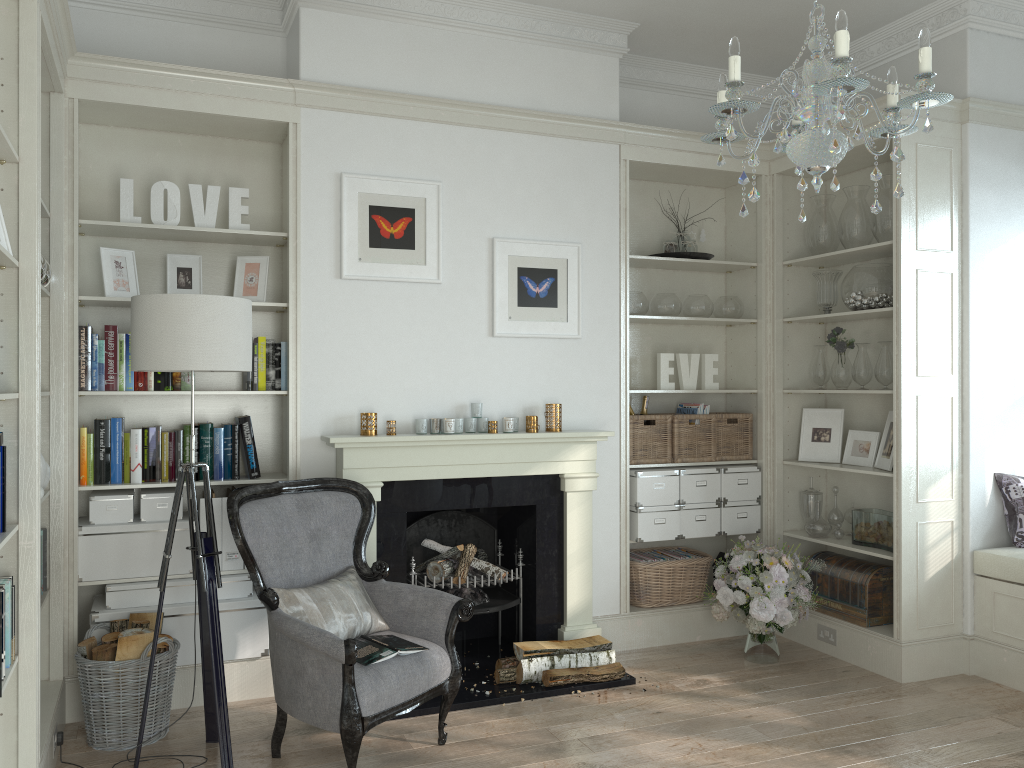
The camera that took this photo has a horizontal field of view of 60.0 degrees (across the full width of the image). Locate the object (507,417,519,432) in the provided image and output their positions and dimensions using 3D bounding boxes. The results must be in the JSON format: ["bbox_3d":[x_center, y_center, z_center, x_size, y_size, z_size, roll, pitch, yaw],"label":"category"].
[{"bbox_3d":[0.005,0.203,4.419,0.060,0.073,0.060,0,0,34],"label":"object"}]

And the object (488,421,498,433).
[{"bbox_3d":[-0.094,0.211,4.327,0.050,0.058,0.052,0,0,14],"label":"object"}]

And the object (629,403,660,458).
[{"bbox_3d":[0.718,0.261,4.961,0.284,0.332,0.095,0,0,-43],"label":"object"}]

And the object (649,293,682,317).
[{"bbox_3d":[0.877,-0.444,5.061,0.185,0.140,0.185,0,0,-3],"label":"object"}]

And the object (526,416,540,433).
[{"bbox_3d":[0.099,0.200,4.380,0.060,0.079,0.060,0,0,39],"label":"object"}]

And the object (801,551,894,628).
[{"bbox_3d":[1.819,1.078,4.729,0.290,0.297,0.475,0,0,-22],"label":"object"}]

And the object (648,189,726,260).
[{"bbox_3d":[0.996,-0.943,5.129,0.457,0.485,0.399,0,0,18],"label":"object"}]

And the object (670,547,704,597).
[{"bbox_3d":[0.995,1.085,5.110,0.088,0.238,0.274,0,0,-23],"label":"object"}]

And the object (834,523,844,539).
[{"bbox_3d":[1.789,0.803,4.851,0.056,0.090,0.056,0,0,8],"label":"object"}]

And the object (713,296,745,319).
[{"bbox_3d":[1.275,-0.444,5.225,0.185,0.140,0.185,0,0,-3],"label":"object"}]

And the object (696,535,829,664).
[{"bbox_3d":[1.296,1.106,4.591,0.544,0.643,0.570,0,0,-31],"label":"object"}]

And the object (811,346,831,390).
[{"bbox_3d":[1.762,-0.092,5.059,0.110,0.251,0.110,0,0,39],"label":"object"}]

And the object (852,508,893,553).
[{"bbox_3d":[1.941,0.757,4.573,0.171,0.180,0.387,0,0,-22],"label":"object"}]

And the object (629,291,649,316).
[{"bbox_3d":[0.678,-0.444,4.979,0.185,0.140,0.185,0,0,-3],"label":"object"}]

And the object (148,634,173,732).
[{"bbox_3d":[-1.477,1.269,3.616,0.122,0.516,0.273,0,0,-40],"label":"object"}]

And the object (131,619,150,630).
[{"bbox_3d":[-1.523,1.235,3.561,0.128,0.565,0.076,0,0,-20],"label":"object"}]

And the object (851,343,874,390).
[{"bbox_3d":[1.883,-0.093,4.765,0.110,0.251,0.110,0,0,39],"label":"object"}]

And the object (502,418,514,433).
[{"bbox_3d":[-0.020,0.203,4.359,0.060,0.073,0.060,0,0,34],"label":"object"}]

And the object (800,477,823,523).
[{"bbox_3d":[1.714,0.690,5.076,0.129,0.315,0.129,0,0,-17],"label":"object"}]

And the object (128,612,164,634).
[{"bbox_3d":[-1.538,1.189,3.696,0.150,0.462,0.178,0,0,-1],"label":"object"}]

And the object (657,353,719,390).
[{"bbox_3d":[1.012,-0.070,5.089,0.393,0.207,0.039,0,0,-22],"label":"object"}]

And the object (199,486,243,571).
[{"bbox_3d":[-1.366,0.668,4.145,0.188,0.360,0.294,0,0,-22],"label":"object"}]

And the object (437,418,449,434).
[{"bbox_3d":[-0.335,0.203,4.299,0.060,0.073,0.060,0,0,34],"label":"object"}]

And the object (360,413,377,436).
[{"bbox_3d":[-0.668,0.187,4.135,0.080,0.104,0.080,0,0,35],"label":"object"}]

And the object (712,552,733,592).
[{"bbox_3d":[1.264,1.104,5.180,0.135,0.248,0.135,0,0,-32],"label":"object"}]

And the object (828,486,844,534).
[{"bbox_3d":[1.833,0.713,5.021,0.088,0.271,0.088,0,0,-17],"label":"object"}]

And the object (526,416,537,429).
[{"bbox_3d":[0.098,0.200,4.466,0.060,0.079,0.060,0,0,35],"label":"object"}]

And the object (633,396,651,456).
[{"bbox_3d":[0.736,0.248,5.102,0.127,0.361,0.094,0,0,-23],"label":"object"}]

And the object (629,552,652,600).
[{"bbox_3d":[0.693,1.085,4.994,0.088,0.238,0.274,0,0,-22],"label":"object"}]

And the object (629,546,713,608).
[{"bbox_3d":[0.844,1.097,5.050,0.554,0.263,0.408,0,0,-22],"label":"object"}]

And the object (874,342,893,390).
[{"bbox_3d":[1.945,-0.093,4.616,0.110,0.251,0.110,0,0,39],"label":"object"}]

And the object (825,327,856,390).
[{"bbox_3d":[1.825,-0.144,4.926,0.166,0.355,0.206,0,0,17],"label":"object"}]

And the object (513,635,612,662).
[{"bbox_3d":[0.246,1.275,4.237,0.459,0.083,0.150,0,0,-21],"label":"object"}]

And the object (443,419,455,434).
[{"bbox_3d":[-0.301,0.203,4.231,0.060,0.073,0.060,0,0,34],"label":"object"}]

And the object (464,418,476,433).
[{"bbox_3d":[-0.204,0.203,4.349,0.060,0.073,0.060,0,0,34],"label":"object"}]

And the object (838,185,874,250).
[{"bbox_3d":[1.870,-0.883,4.813,0.193,0.362,0.193,0,0,-39],"label":"object"}]

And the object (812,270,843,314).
[{"bbox_3d":[1.769,-0.502,4.971,0.168,0.256,0.168,0,0,25],"label":"object"}]

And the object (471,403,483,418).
[{"bbox_3d":[-0.173,0.130,4.365,0.060,0.073,0.060,0,0,34],"label":"object"}]

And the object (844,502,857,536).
[{"bbox_3d":[1.912,0.755,4.974,0.094,0.188,0.094,0,0,20],"label":"object"}]

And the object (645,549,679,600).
[{"bbox_3d":[0.840,1.085,5.046,0.088,0.238,0.274,0,0,-23],"label":"object"}]

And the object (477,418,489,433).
[{"bbox_3d":[-0.143,0.203,4.376,0.060,0.073,0.060,0,0,34],"label":"object"}]

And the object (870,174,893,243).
[{"bbox_3d":[1.946,-0.883,4.568,0.193,0.362,0.193,0,0,-39],"label":"object"}]

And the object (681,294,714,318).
[{"bbox_3d":[1.076,-0.444,5.143,0.185,0.140,0.185,0,0,-3],"label":"object"}]

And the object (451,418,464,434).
[{"bbox_3d":[-0.264,0.203,4.286,0.060,0.073,0.060,0,0,1],"label":"object"}]

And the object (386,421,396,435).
[{"bbox_3d":[-0.566,0.206,4.151,0.047,0.068,0.054,0,0,5],"label":"object"}]

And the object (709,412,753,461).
[{"bbox_3d":[1.227,0.307,5.246,0.276,0.270,0.275,0,0,-22],"label":"object"}]

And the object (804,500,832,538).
[{"bbox_3d":[1.700,0.749,4.923,0.148,0.200,0.148,0,0,35],"label":"object"}]

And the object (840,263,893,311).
[{"bbox_3d":[1.906,-0.501,4.673,0.329,0.249,0.329,0,0,42],"label":"object"}]

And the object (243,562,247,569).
[{"bbox_3d":[-1.187,0.659,4.219,0.188,0.378,0.294,0,0,-22],"label":"object"}]

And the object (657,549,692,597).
[{"bbox_3d":[0.920,1.085,5.079,0.088,0.238,0.274,0,0,-22],"label":"object"}]

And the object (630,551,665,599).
[{"bbox_3d":[0.764,1.085,5.015,0.088,0.238,0.274,0,0,-22],"label":"object"}]

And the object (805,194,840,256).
[{"bbox_3d":[1.768,-0.882,5.038,0.193,0.362,0.193,0,0,-39],"label":"object"}]

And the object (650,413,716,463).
[{"bbox_3d":[0.979,0.307,5.111,0.276,0.270,0.275,0,0,-22],"label":"object"}]

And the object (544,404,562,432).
[{"bbox_3d":[0.211,0.170,4.488,0.087,0.140,0.090,0,0,15],"label":"object"}]

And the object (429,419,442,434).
[{"bbox_3d":[-0.366,0.203,4.240,0.060,0.073,0.060,0,0,34],"label":"object"}]

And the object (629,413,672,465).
[{"bbox_3d":[0.713,0.306,5.023,0.276,0.270,0.275,0,0,-22],"label":"object"}]

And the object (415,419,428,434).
[{"bbox_3d":[-0.431,0.203,4.223,0.060,0.073,0.060,0,0,34],"label":"object"}]
